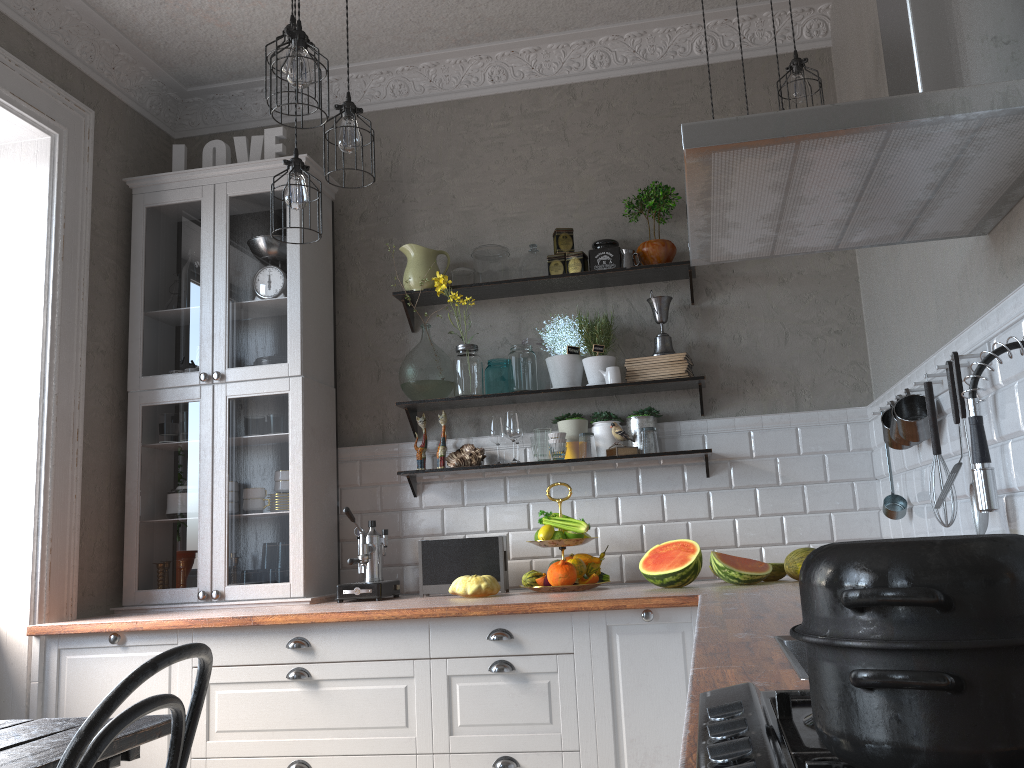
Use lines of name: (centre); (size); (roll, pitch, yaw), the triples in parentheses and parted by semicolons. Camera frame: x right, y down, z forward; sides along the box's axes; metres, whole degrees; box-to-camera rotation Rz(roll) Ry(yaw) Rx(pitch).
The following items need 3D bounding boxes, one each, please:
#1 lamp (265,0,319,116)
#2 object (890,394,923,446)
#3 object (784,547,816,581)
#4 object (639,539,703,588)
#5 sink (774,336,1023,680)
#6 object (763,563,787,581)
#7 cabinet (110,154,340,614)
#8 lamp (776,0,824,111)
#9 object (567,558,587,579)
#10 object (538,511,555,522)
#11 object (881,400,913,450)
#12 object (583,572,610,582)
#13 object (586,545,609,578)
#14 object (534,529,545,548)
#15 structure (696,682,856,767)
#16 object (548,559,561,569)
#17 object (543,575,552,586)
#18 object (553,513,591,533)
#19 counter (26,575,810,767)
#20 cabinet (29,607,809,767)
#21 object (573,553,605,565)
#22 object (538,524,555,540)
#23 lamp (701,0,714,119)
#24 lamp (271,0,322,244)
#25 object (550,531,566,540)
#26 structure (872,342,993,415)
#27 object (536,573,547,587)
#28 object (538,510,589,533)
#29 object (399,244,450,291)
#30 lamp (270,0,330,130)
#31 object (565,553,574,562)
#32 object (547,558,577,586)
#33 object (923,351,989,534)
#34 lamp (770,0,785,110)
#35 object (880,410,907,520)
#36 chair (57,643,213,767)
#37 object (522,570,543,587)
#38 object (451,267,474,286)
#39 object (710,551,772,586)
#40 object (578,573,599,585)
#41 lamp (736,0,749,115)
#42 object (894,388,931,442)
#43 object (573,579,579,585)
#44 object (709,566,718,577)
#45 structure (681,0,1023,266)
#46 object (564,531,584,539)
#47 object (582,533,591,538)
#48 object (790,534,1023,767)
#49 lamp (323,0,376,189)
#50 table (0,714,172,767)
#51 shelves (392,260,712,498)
lamp: (-0.679, -1.664, 2.724); (0.147, 1.734, 0.146); (-2, -10, -3)
object: (1.206, 0.107, 2.690); (0.107, 0.161, 0.138); (-5, -10, 13)
object: (1.080, 0.657, 3.235); (0.207, 0.119, 0.130); (2, -11, -26)
object: (0.581, 0.660, 3.246); (0.231, 0.174, 0.221); (-9, -12, 32)
sink: (0.672, 0.288, 1.340); (0.524, 0.720, 0.489); (-5, -10, 10)
object: (0.958, 0.700, 3.300); (0.203, 0.073, 0.118); (2, -11, -26)
cabinet: (-1.226, 0.019, 3.913); (0.873, 1.920, 0.390); (-5, -10, 10)
lamp: (0.967, -1.746, 3.215); (0.148, 1.734, 0.145); (0, -11, -17)
object: (0.243, 0.713, 3.423); (0.087, 0.078, 0.089); (-11, -13, 36)
object: (0.138, 0.526, 3.502); (0.073, 0.058, 0.050); (-1, -10, -13)
object: (1.233, 0.128, 2.815); (0.107, 0.161, 0.139); (-7, -11, 22)
object: (0.301, 0.765, 3.522); (0.055, 0.044, 0.212); (6, -13, -40)
object: (0.327, 0.697, 3.478); (0.060, 0.120, 0.128); (-10, -12, 34)
object: (0.136, 0.610, 3.516); (0.096, 0.078, 0.101); (-3, -10, -2)
structure: (0.399, 0.285, 0.720); (0.492, 0.031, 0.610); (-5, -10, 11)
object: (0.207, 0.739, 3.551); (0.077, 0.076, 0.157); (-11, -13, 36)
object: (0.149, 0.777, 3.479); (0.070, 0.076, 0.228); (-2, -10, -6)
object: (0.245, 0.559, 3.543); (0.177, 0.096, 0.090); (-9, -12, 30)
counter: (-0.365, 0.620, 2.145); (3.139, 0.039, 3.416); (-5, -10, 10)
cabinet: (0.128, 1.009, 2.144); (2.027, 0.854, 4.115); (3, -12, -32)
object: (0.302, 0.694, 3.491); (0.126, 0.056, 0.060); (-4, -10, 2)
object: (0.134, 0.581, 3.444); (0.058, 0.069, 0.080); (-9, -12, 30)
lamp: (0.666, -1.477, 3.151); (0.143, 1.734, 0.150); (-12, -14, 42)
lamp: (-0.694, -1.298, 2.830); (0.149, 1.734, 0.144); (1, -11, -22)
object: (0.179, 0.602, 3.448); (0.063, 0.061, 0.067); (-5, -10, 10)
structure: (1.197, 0.019, 2.600); (0.094, 0.053, 1.094); (-5, -10, 11)
object: (0.131, 0.767, 3.468); (0.084, 0.057, 0.090); (-12, -14, 42)
object: (0.202, 0.540, 3.483); (0.208, 0.101, 0.068); (-6, -11, 16)
object: (-0.392, -0.504, 3.939); (0.188, 0.216, 0.176); (-8, -11, 24)
lamp: (-0.613, -1.570, 2.532); (0.149, 1.734, 0.144); (3, -12, -32)
object: (0.236, 0.725, 3.541); (0.085, 0.093, 0.087); (-4, -10, 6)
object: (0.189, 0.716, 3.354); (0.114, 0.110, 0.110); (1, -11, -22)
object: (1.075, 0.161, 2.190); (0.080, 0.443, 0.331); (-5, -10, 12)
lamp: (0.969, -1.588, 3.365); (0.150, 1.734, 0.144); (5, -13, -37)
object: (1.299, 0.276, 3.048); (0.076, 0.378, 0.083); (-5, -10, 11)
chair: (-0.771, 0.895, 1.383); (0.546, 0.920, 0.440); (-4, -10, 8)
object: (0.100, 0.773, 3.510); (0.075, 0.072, 0.155); (-11, -13, 39)
object: (-0.221, -0.456, 3.960); (0.102, 0.111, 0.104); (-5, -10, 10)
object: (0.824, 0.654, 3.152); (0.225, 0.127, 0.148); (-2, -10, -7)
object: (0.292, 0.753, 3.399); (0.069, 0.051, 0.088); (3, -12, -31)
lamp: (0.826, -1.346, 3.239); (0.148, 1.734, 0.145); (0, -11, -17)
object: (1.170, 0.088, 2.568); (0.106, 0.161, 0.139); (-8, -11, 27)
object: (0.225, 0.766, 3.415); (0.070, 0.065, 0.070); (-9, -12, 31)
object: (0.863, 0.729, 3.413); (0.196, 0.067, 0.104); (-6, -11, 16)
structure: (0.687, -1.169, 1.997); (0.708, 1.595, 0.717); (-5, -10, 10)
object: (0.240, 0.604, 3.472); (0.076, 0.062, 0.099); (0, -11, -16)
object: (0.287, 0.603, 3.495); (0.051, 0.050, 0.050); (-7, -11, 20)
object: (0.290, 0.181, 0.609); (0.191, 0.147, 0.191); (-1, -10, -10)
lamp: (-0.532, -1.470, 2.826); (0.147, 1.734, 0.146); (-2, -10, -3)
table: (-1.321, 0.950, 0.986); (0.898, 0.734, 1.934); (-5, -10, 11)
shelves: (0.164, 0.013, 3.808); (1.307, 0.923, 0.230); (-5, -10, 9)
